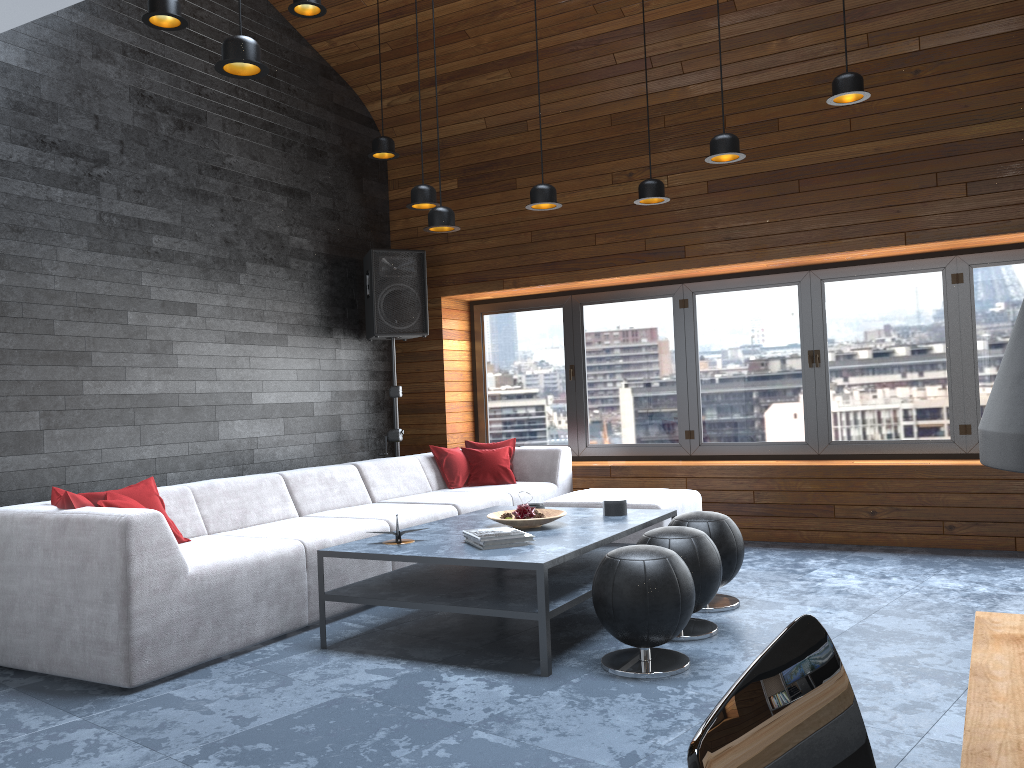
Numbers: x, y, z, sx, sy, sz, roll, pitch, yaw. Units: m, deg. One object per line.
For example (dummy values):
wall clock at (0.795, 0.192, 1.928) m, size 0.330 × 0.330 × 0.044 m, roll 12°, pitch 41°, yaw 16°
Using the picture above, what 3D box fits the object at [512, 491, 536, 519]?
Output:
object at (0.059, 0.615, 4.415) m, size 0.118 × 0.172 × 0.105 m, roll -2°, pitch -1°, yaw -9°

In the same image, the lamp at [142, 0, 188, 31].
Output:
lamp at (-1.720, -2.681, 4.318) m, size 0.210 × 1.854 × 0.210 m, roll -2°, pitch -1°, yaw -24°

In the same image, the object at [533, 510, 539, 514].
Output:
object at (0.105, 0.661, 4.479) m, size 0.062 × 0.062 × 0.060 m, roll -2°, pitch -1°, yaw -10°

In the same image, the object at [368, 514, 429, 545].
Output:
object at (-0.518, 0.664, 4.037) m, size 0.250 × 0.117 × 0.240 m, roll -3°, pitch -1°, yaw 37°

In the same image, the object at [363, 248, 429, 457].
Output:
object at (-1.003, 0.087, 7.121) m, size 0.639 × 2.299 × 0.686 m, roll -2°, pitch -1°, yaw -23°

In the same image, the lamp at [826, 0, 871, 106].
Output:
lamp at (1.679, -2.234, 4.529) m, size 0.210 × 1.565 × 0.210 m, roll -2°, pitch -1°, yaw -24°

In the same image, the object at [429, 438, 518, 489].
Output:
object at (-0.226, 0.605, 6.667) m, size 0.528 × 0.354 × 0.742 m, roll -3°, pitch -1°, yaw 29°

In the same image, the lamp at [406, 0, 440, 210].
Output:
lamp at (-0.566, -2.073, 5.298) m, size 0.210 × 2.036 × 0.210 m, roll -2°, pitch -1°, yaw -24°

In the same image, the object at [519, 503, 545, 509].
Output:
object at (0.106, 0.695, 4.957) m, size 0.160 × 0.040 × 0.160 m, roll -2°, pitch -1°, yaw 6°

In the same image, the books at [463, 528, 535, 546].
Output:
books at (-0.060, 0.676, 3.926) m, size 0.239 × 0.021 × 0.299 m, roll -2°, pitch -1°, yaw -20°

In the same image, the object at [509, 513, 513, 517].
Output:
object at (-0.017, 0.668, 4.458) m, size 0.042 × 0.042 × 0.044 m, roll -3°, pitch -1°, yaw 28°

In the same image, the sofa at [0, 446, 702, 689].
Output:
sofa at (-0.368, 0.822, 5.050) m, size 2.204 × 0.693 × 4.035 m, roll -3°, pitch -1°, yaw 29°

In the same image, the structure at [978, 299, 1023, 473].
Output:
structure at (1.503, -1.827, 1.777) m, size 1.197 × 5.700 × 1.689 m, roll -3°, pitch -1°, yaw 29°

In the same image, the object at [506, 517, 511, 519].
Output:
object at (-0.011, 0.664, 4.291) m, size 0.048 × 0.039 × 0.039 m, roll -3°, pitch -1°, yaw 25°

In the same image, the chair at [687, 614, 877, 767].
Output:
chair at (0.429, 0.635, 0.618) m, size 0.599 × 0.825 × 0.527 m, roll -3°, pitch -1°, yaw 29°

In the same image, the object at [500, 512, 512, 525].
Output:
object at (-0.031, 0.665, 4.380) m, size 0.061 × 0.062 × 0.064 m, roll -2°, pitch -1°, yaw -30°

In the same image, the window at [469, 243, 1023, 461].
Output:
window at (2.208, -0.158, 6.474) m, size 5.936 × 1.522 × 0.101 m, roll -3°, pitch -1°, yaw 29°

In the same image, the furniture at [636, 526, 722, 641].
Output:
furniture at (0.732, 0.867, 3.945) m, size 0.401 × 0.462 × 0.402 m, roll -1°, pitch -2°, yaw -41°

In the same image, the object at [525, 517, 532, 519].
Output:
object at (0.079, 0.665, 4.296) m, size 0.042 × 0.042 × 0.043 m, roll -3°, pitch -1°, yaw 32°

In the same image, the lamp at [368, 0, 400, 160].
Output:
lamp at (-0.887, -2.211, 5.953) m, size 0.210 × 1.369 × 0.210 m, roll -2°, pitch -1°, yaw -24°

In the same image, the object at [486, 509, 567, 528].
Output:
object at (0.074, 0.674, 4.396) m, size 0.395 × 0.061 × 0.395 m, roll -3°, pitch -1°, yaw 21°

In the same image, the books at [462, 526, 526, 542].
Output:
books at (-0.080, 0.656, 3.887) m, size 0.210 × 0.017 × 0.265 m, roll -2°, pitch -1°, yaw -20°

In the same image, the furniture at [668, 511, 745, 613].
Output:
furniture at (0.954, 0.867, 4.422) m, size 0.401 × 0.462 × 0.402 m, roll -2°, pitch -1°, yaw -21°

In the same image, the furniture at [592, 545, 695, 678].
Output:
furniture at (0.517, 0.867, 3.483) m, size 0.401 × 0.462 × 0.402 m, roll -3°, pitch -2°, yaw 44°

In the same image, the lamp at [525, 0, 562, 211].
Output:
lamp at (0.140, -2.031, 5.097) m, size 0.210 × 2.034 × 0.210 m, roll -2°, pitch -1°, yaw -24°

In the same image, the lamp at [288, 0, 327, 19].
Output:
lamp at (-1.165, -2.686, 4.957) m, size 0.210 × 1.206 × 0.210 m, roll -2°, pitch -1°, yaw -24°

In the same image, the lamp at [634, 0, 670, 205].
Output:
lamp at (0.778, -2.071, 5.216) m, size 0.210 × 2.003 × 0.210 m, roll -2°, pitch -1°, yaw -24°

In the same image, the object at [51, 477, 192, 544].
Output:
object at (-1.707, 0.614, 3.966) m, size 0.528 × 0.354 × 0.742 m, roll -3°, pitch -1°, yaw 29°

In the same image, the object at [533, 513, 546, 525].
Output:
object at (0.135, 0.657, 4.311) m, size 0.061 × 0.061 × 0.063 m, roll -3°, pitch -1°, yaw 28°

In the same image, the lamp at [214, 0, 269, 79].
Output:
lamp at (-1.145, -2.858, 3.578) m, size 0.210 × 3.209 × 0.210 m, roll -1°, pitch -2°, yaw -39°

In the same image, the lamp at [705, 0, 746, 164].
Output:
lamp at (1.080, -2.140, 4.679) m, size 0.210 × 1.911 × 0.210 m, roll -2°, pitch -1°, yaw -24°

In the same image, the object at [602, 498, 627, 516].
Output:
object at (0.543, 0.651, 4.681) m, size 0.126 × 0.081 × 0.126 m, roll -2°, pitch -1°, yaw 1°

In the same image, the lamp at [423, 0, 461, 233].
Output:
lamp at (-0.444, -2.011, 5.048) m, size 0.210 × 2.273 × 0.210 m, roll -2°, pitch -1°, yaw -24°
